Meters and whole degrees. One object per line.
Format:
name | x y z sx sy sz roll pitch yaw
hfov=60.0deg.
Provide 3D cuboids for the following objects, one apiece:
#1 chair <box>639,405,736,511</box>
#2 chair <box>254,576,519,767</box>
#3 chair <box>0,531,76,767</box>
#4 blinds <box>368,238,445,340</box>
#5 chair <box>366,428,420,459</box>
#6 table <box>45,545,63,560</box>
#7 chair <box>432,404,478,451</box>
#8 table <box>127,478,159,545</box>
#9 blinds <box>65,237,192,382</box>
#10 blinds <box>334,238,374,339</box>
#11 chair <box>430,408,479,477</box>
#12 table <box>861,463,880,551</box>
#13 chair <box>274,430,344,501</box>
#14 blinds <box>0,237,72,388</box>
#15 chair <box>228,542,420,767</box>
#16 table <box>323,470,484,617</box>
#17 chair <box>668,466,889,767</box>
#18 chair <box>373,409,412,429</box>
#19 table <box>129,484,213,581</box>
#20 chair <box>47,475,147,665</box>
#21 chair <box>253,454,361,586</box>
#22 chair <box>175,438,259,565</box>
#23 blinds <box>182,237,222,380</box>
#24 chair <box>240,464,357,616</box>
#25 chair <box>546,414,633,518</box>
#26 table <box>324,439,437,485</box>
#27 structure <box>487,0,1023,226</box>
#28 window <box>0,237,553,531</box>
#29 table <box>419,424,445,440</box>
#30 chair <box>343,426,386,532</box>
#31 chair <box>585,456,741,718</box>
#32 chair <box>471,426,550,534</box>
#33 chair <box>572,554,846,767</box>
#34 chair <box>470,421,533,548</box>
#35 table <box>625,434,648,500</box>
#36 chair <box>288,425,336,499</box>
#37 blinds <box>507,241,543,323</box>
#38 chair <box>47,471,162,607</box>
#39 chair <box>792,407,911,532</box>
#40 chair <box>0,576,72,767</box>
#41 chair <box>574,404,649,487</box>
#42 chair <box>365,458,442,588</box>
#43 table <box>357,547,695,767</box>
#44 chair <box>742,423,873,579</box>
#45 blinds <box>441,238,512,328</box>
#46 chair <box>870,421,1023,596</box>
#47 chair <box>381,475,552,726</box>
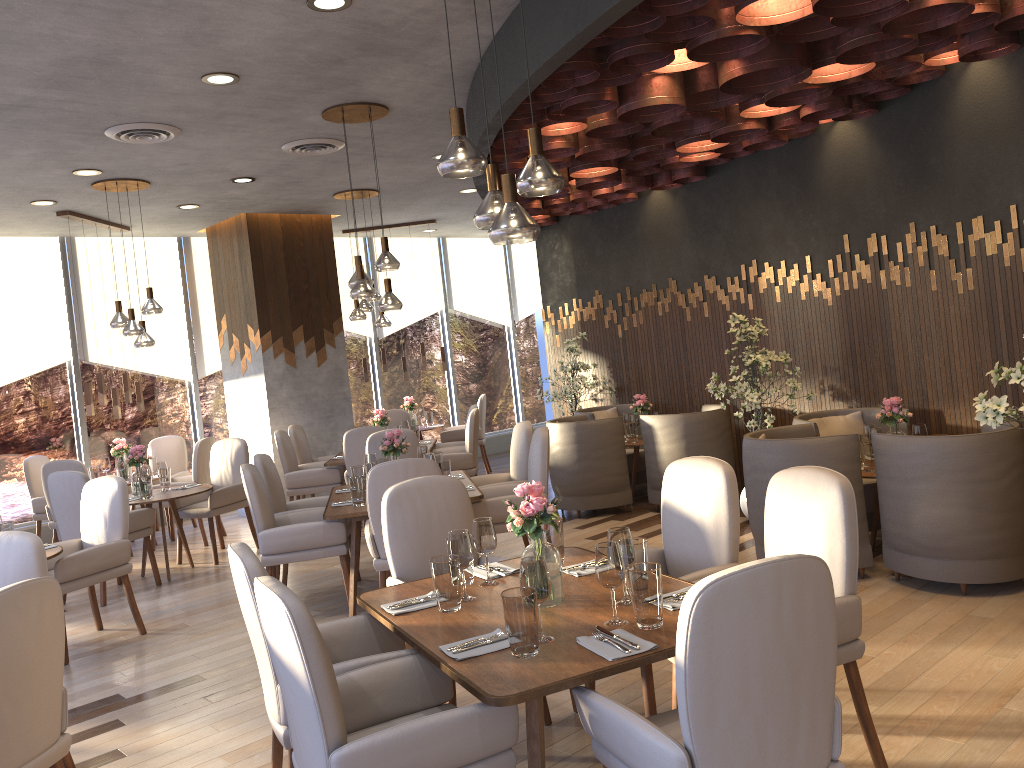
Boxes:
chair | 1.574 0.635 7.537 0.775 0.837 0.595 -7 1 -27
chair | -0.341 0.976 2.439 0.600 1.000 0.527 -7 1 -28
chair | -2.122 1.132 3.438 0.528 1.000 0.600 -6 1 11
blinds | -1.496 -1.984 12.239 1.175 2.680 0.007 -7 1 -42
chair | -0.849 0.856 6.718 0.528 1.000 0.599 -6 1 -11
table | -2.934 1.328 4.946 0.833 0.662 0.835 -6 2 8
chair | -0.591 0.735 8.965 0.600 1.000 0.528 -6 1 -6
table | -3.715 1.264 8.594 0.835 0.662 0.833 -7 2 -22
blinds | -4.230 -1.287 9.718 1.175 2.680 0.007 -7 1 -42
blinds | -2.417 -1.871 11.401 1.175 2.680 0.007 -7 1 -42
chair | -0.560 0.755 8.396 0.599 1.000 0.528 -6 1 1
table | 2.382 0.771 5.435 0.834 0.561 0.834 -6 2 1
chair | -1.877 0.902 8.371 0.600 1.000 0.528 -6 1 -4
blinds | -5.149 -1.159 8.881 1.175 2.680 0.007 -7 1 -42
chair | -0.579 0.981 2.951 0.600 1.000 0.528 -7 1 -23
table | -0.699 1.040 5.900 0.965 0.665 1.307 -7 2 -9
chair | 0.861 0.820 3.008 0.600 1.000 0.528 -7 1 -23
chair | -1.260 0.788 9.491 0.528 1.000 0.600 -6 1 -4
table | -2.832 1.223 7.212 0.833 0.662 0.835 -6 2 22
chair | -2.668 1.110 5.443 0.527 1.000 0.601 -6 1 29
chair | -1.404 0.944 6.075 0.600 1.000 0.528 -6 1 -6
chair | -2.596 1.007 7.750 0.527 1.000 0.601 -6 1 25
blinds | -3.314 -1.441 10.555 1.175 2.680 0.007 -7 1 -42
chair | -1.324 0.958 5.515 0.600 1.000 0.528 -6 1 -11
chair | 0.626 0.725 7.899 0.596 0.837 0.773 -7 1 -22
table | -1.214 0.983 8.678 0.965 0.665 1.308 -6 2 -1
structure | 1.295 -1.903 5.303 2.757 0.556 9.452 -7 2 -12
window | -3.445 -0.208 6.606 8.058 3.198 16.135 -6 2 3
table | -1.217 0.888 11.024 0.832 0.662 0.835 -5 2 39
chair | -1.193 0.848 7.838 0.528 1.000 0.600 -6 1 1
chair | 0.602 0.828 3.514 0.601 1.000 0.527 -7 1 -30
chair | -0.009 0.805 5.707 0.600 1.000 0.528 -6 1 -6
chair | 0.510 0.890 2.237 0.529 1.000 0.599 -7 1 -23
chair | -0.111 0.793 6.268 0.600 1.000 0.528 -7 1 -13
table | 1.259 0.782 8.183 0.832 0.561 0.835 -5 2 41
chair | -1.887 0.880 8.937 0.599 1.000 0.528 -6 1 1
blinds | 0.334 -2.322 13.915 1.175 2.680 0.007 -7 1 -42
chair | -3.096 1.105 6.704 0.527 1.000 0.601 -6 1 24
chair | 2.286 0.616 6.086 0.775 0.837 0.595 -7 1 -12
chair | -1.685 1.114 2.691 0.599 1.000 0.529 -6 1 14
chair | 0.953 0.653 8.769 0.775 0.837 0.594 -7 1 -32
chair | -0.568 0.893 5.073 0.528 1.000 0.600 -6 1 -6
table | 0.142 1.067 2.985 0.966 0.665 1.306 -7 2 -25
chair | 1.727 0.708 5.358 0.595 0.837 0.774 -6 1 -2
blinds | -0.577 -2.120 13.077 1.175 2.680 0.007 -7 1 -42
chair | 2.442 0.653 4.766 0.774 0.837 0.595 -6 1 -7
chair | -0.227 0.910 3.736 0.529 1.000 0.599 -7 1 -28
